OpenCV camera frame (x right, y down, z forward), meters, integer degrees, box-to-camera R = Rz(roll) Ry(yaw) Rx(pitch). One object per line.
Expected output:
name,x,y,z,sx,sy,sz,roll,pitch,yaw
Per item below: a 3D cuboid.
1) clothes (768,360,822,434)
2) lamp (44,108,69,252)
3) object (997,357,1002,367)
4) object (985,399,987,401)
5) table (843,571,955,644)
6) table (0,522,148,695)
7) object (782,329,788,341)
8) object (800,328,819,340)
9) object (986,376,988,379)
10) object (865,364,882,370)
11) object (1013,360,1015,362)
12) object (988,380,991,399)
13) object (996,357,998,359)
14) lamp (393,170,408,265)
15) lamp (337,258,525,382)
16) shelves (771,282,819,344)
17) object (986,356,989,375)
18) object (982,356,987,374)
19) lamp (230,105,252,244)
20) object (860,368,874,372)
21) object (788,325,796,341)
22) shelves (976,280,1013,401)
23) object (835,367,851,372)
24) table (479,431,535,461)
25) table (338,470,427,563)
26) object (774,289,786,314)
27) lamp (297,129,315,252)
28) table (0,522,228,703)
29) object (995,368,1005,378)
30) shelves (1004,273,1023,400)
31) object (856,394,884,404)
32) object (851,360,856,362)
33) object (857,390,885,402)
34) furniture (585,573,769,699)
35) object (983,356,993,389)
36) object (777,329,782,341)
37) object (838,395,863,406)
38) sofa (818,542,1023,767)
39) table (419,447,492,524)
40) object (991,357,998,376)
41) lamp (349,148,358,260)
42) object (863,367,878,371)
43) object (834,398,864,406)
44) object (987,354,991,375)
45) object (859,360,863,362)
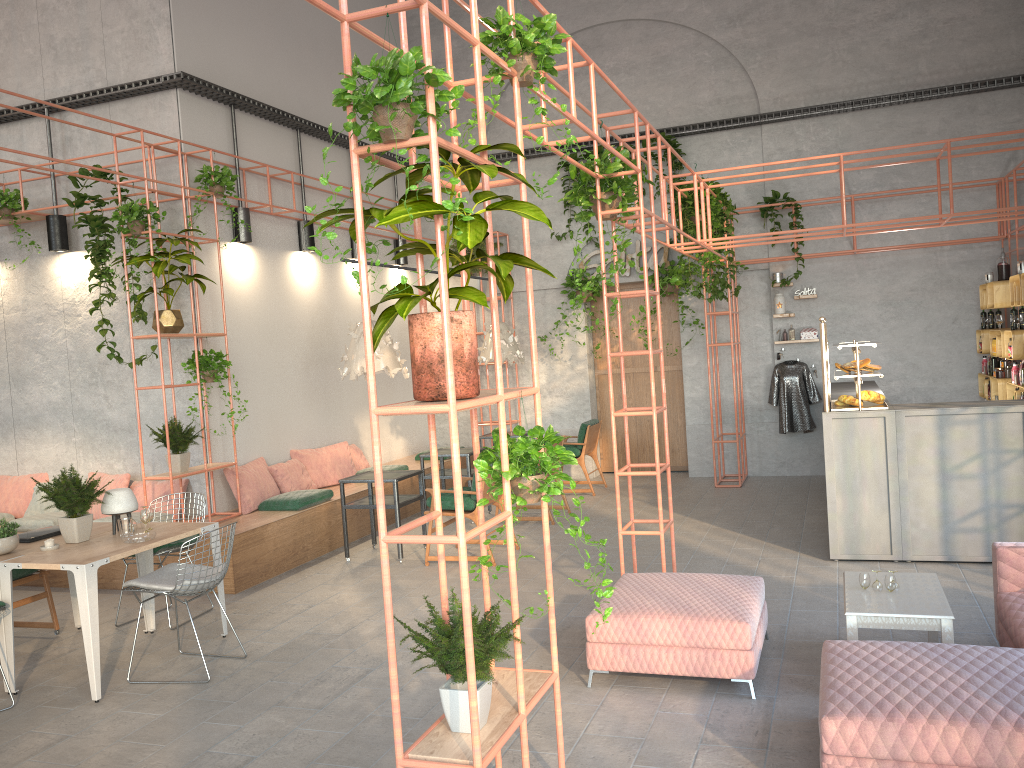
clothes,3.696,0.188,11.573,0.625,0.997,0.366,-4,2,0
lamp,-4.629,-2.058,8.942,0.179,1.425,0.185,-3,2,20
object,5.566,-0.247,10.098,0.072,0.287,0.074,-6,3,-38
object,5.681,0.276,10.621,0.062,0.194,0.062,-2,3,42
table,2.129,1.376,4.922,0.520,0.455,0.916,-3,2,20
table,-3.251,1.491,6.146,0.694,0.830,1.205,-3,2,20
object,3.563,-0.639,11.574,0.063,0.151,0.063,-4,2,6
object,3.848,-0.648,11.478,0.219,0.149,0.129,-3,2,20
object,5.709,0.027,10.646,0.072,0.243,0.074,-6,3,-38
object,3.061,-0.148,7.528,0.152,0.058,0.095,-3,2,11
object,5.623,-0.246,9.993,0.072,0.287,0.074,-6,3,-38
object,5.547,0.066,10.240,0.094,0.219,0.094,-6,3,-37
object,5.589,-0.232,10.190,0.072,0.248,0.094,-3,2,20
lamp,-1.625,-2.414,12.638,0.185,1.425,0.179,-3,2,20
lamp,-0.873,-2.149,10.231,0.704,4.052,4.456,-3,2,20
shelves,3.676,-0.926,11.505,0.560,0.790,0.186,-3,2,20
object,5.555,-0.220,10.321,0.073,0.219,0.105,-3,3,26
object,5.628,-0.230,10.549,0.070,0.209,0.070,-3,2,10
lamp,-2.862,-2.191,9.250,0.185,1.425,0.179,-3,2,20
object,3.019,-0.128,7.587,0.151,0.052,0.097,-3,3,23
object,3.645,-0.670,11.551,0.081,0.204,0.081,-3,2,21
shelves,5.529,-0.220,9.935,0.328,1.838,1.750,-3,2,20
object,2.890,-0.128,7.739,0.129,0.060,0.100,-3,3,23
table,-0.050,1.069,11.963,0.635,0.798,0.602,-3,2,20
table,-1.252,1.285,8.673,0.635,0.798,0.602,-3,2,20
object,3.495,-1.079,11.575,0.136,0.336,0.145,-2,3,34
lamp,-2.449,-2.266,10.383,0.185,1.425,0.179,-3,2,20
table,-2.597,1.456,5.909,0.694,0.830,1.214,-3,2,20
object,5.312,-0.119,9.625,0.115,0.107,0.115,-4,2,-13
shelves,4.872,-0.102,8.135,0.328,1.838,1.750,-3,2,20
object,3.098,0.122,7.678,0.232,0.110,0.090,-2,3,40
object,2.972,-0.163,7.759,0.135,0.090,0.084,-3,2,17
object,3.074,0.104,7.592,0.240,0.104,0.073,-4,2,1
furniture,1.008,1.439,5.294,0.941,0.446,0.976,-3,2,20
object,5.613,-0.101,10.419,0.084,0.529,0.711,-3,3,23
object,3.509,-0.644,11.615,0.055,0.164,0.092,-2,3,39
object,2.923,0.142,7.659,0.089,0.095,0.237,-6,3,-35
sofa,2.452,1.281,4.061,1.960,0.672,2.219,-3,2,20
table,-0.651,1.177,10.318,0.635,0.798,0.602,-3,2,20
object,5.459,-0.239,10.044,0.066,0.291,0.066,-4,2,4
lamp,-2.039,-2.339,11.505,0.185,1.425,0.179,-3,2,20
object,3.056,-0.138,7.561,0.132,0.051,0.099,-3,2,18
object,2.939,0.156,7.739,0.243,0.062,0.091,-3,2,14
object,5.523,-0.228,10.217,0.072,0.248,0.094,-3,2,20
object,3.043,-0.176,7.718,0.149,0.081,0.088,-4,2,5
